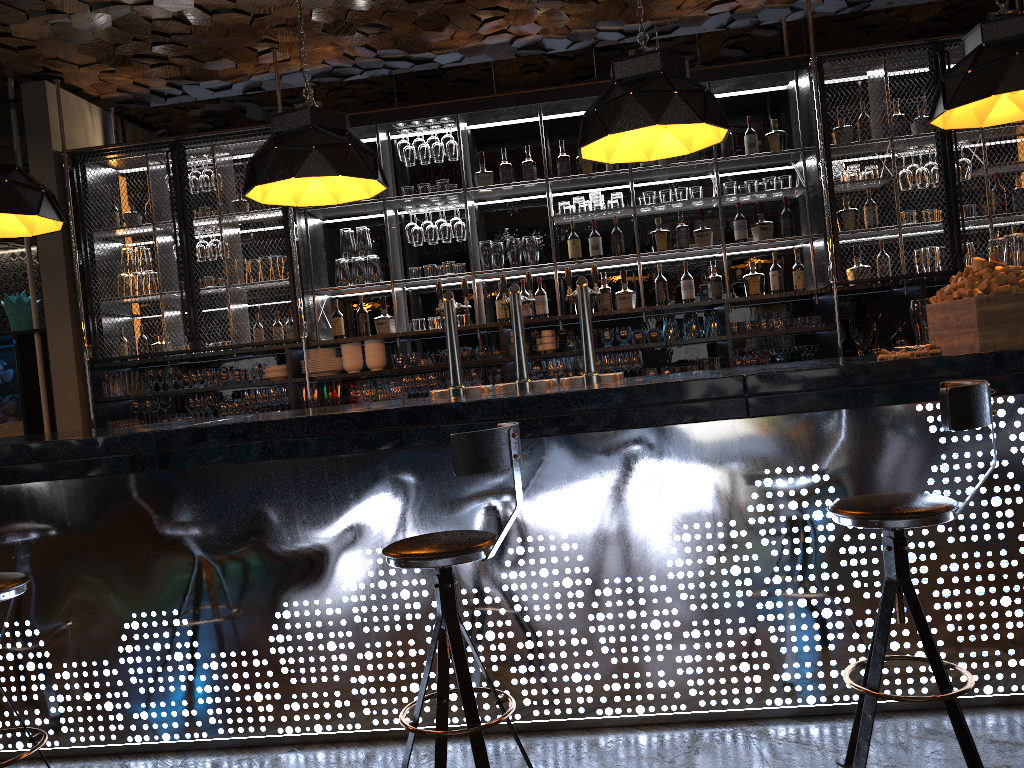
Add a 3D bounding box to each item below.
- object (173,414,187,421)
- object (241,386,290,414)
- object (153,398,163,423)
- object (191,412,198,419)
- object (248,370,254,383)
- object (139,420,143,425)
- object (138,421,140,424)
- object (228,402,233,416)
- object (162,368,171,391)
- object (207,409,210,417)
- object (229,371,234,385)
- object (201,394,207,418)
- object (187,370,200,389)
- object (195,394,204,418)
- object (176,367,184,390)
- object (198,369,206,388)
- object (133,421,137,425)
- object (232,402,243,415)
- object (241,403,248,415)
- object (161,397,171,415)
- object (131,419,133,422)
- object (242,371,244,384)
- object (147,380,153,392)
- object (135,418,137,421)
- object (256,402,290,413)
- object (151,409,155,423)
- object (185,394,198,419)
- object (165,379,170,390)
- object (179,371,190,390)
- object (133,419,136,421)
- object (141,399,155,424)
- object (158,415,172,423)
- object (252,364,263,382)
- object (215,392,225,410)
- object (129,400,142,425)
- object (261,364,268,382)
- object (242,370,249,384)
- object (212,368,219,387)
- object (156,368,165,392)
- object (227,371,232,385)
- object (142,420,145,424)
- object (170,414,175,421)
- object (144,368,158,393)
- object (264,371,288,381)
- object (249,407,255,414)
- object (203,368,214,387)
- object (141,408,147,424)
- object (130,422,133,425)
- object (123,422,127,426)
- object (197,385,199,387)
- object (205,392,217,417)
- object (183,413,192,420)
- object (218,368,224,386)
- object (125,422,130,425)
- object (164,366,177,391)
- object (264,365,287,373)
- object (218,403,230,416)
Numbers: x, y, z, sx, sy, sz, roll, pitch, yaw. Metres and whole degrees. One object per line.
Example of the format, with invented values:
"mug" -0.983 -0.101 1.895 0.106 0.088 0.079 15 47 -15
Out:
"object" -2.335 0.262 6.237 0.093 0.101 0.093 -6 1 -31
"object" -1.705 0.138 6.256 0.376 0.227 0.186 -6 1 4
"object" -2.547 0.218 6.363 0.091 0.227 0.091 -6 1 -31
"object" -2.316 0.257 6.443 0.093 0.101 0.093 -5 1 21
"object" -1.915 -0.051 6.443 0.078 0.099 0.078 -6 1 -27
"object" -2.730 0.309 6.521 0.034 0.080 0.034 -5 1 15
"object" -2.733 0.310 6.476 0.034 0.080 0.034 -6 1 5
"object" -2.017 0.207 6.347 0.065 0.146 0.074 -5 1 18
"object" -2.434 -0.034 6.308 0.087 0.170 0.087 -6 1 -33
"object" -2.214 0.182 6.475 0.077 0.229 0.088 -6 1 -20
"object" -2.019 -0.041 6.368 0.078 0.103 0.078 -6 1 -41
"object" -2.224 0.185 6.383 0.077 0.229 0.088 -5 1 22
"object" -2.234 -0.033 6.224 0.081 0.132 0.081 -6 1 -22
"object" -2.228 0.187 6.301 0.088 0.229 0.077 -6 1 -34
"object" -2.419 -0.038 6.452 0.087 0.170 0.087 -6 1 -33
"object" -2.225 -0.036 6.344 0.081 0.132 0.081 -6 1 -22
"object" -2.736 0.311 6.436 0.034 0.080 0.034 -6 1 -12
"object" -1.931 0.200 6.238 0.074 0.146 0.065 -6 1 0
"object" -1.921 0.197 6.344 0.065 0.146 0.074 -5 1 29
"object" -2.531 0.214 6.479 0.091 0.227 0.091 -6 1 -31
"object" -2.779 0.305 6.488 0.031 0.098 0.031 -5 1 38
"object" -1.937 -0.046 6.267 0.078 0.099 0.078 -6 1 -27
"object" -2.693 -0.005 6.565 0.051 0.152 0.058 -6 1 -33
"object" -2.776 0.303 6.562 0.031 0.098 0.031 -5 1 11
"object" -1.685 0.133 6.451 0.376 0.227 0.186 -6 1 4
"object" -2.633 0.224 6.513 0.091 0.227 0.091 -5 1 9
"object" -2.239 0.189 6.211 0.088 0.229 0.077 -5 1 19
"object" -2.507 -0.030 6.473 0.087 0.170 0.087 -6 1 -33
"object" -2.311 -0.027 6.284 0.081 0.132 0.081 -6 1 -22
"object" -2.778 0.304 6.526 0.031 0.098 0.031 -6 1 -37
"object" -2.560 0.221 6.260 0.091 0.227 0.091 -5 1 29
"object" -2.444 0.272 6.247 0.093 0.101 0.093 -6 1 -26
"object" -1.793 -0.076 6.254 0.074 0.131 0.074 -5 1 19
"object" -2.113 0.174 6.409 0.088 0.229 0.077 -5 1 7
"object" -2.652 0.230 6.272 0.091 0.227 0.091 -6 1 -32
"object" -1.804 -0.078 6.433 0.074 0.131 0.074 -5 1 19
"object" -1.927 -0.048 6.360 0.078 0.099 0.078 -6 1 -27
"object" -2.108 -0.045 6.287 0.074 0.131 0.074 -5 1 19
"object" -2.519 -0.026 6.355 0.087 0.170 0.087 -6 1 -33
"object" -2.026 -0.039 6.277 0.078 0.103 0.078 -6 1 -41
"object" -2.724 0.308 6.566 0.034 0.080 0.034 -5 1 16
"object" -2.433 0.270 6.352 0.093 0.101 0.093 -6 1 -33
"object" -2.531 -0.023 6.237 0.087 0.170 0.087 -6 1 -33
"object" -1.630 -0.057 6.217 0.211 0.060 0.209 -6 1 -35
"object" -1.907 0.194 6.446 0.074 0.146 0.065 -5 1 28
"object" -2.120 -0.043 6.201 0.074 0.131 0.074 -5 1 19
"object" -2.639 0.226 6.379 0.091 0.227 0.091 -7 1 -45
"object" -2.745 0.313 6.388 0.034 0.080 0.034 -5 1 15
"object" -2.752 0.315 6.299 0.034 0.080 0.034 -6 1 -30
"object" -2.297 -0.031 6.430 0.081 0.132 0.081 -6 1 -22
"object" -2.129 0.177 6.287 0.088 0.229 0.077 -6 1 5
"object" -2.331 0.260 6.343 0.093 0.101 0.093 -5 1 27
"object" -2.100 -0.048 6.373 0.074 0.131 0.074 -5 1 19
"object" -2.748 0.314 6.348 0.034 0.080 0.034 -6 1 -27
"object" -2.382 -0.037 6.211 0.087 0.170 0.087 -6 1 -33
"object" -1.633 -0.098 6.216 0.209 0.060 0.211 -6 1 -40
"object" -2.026 0.210 6.243 0.074 0.146 0.065 -6 1 -18
